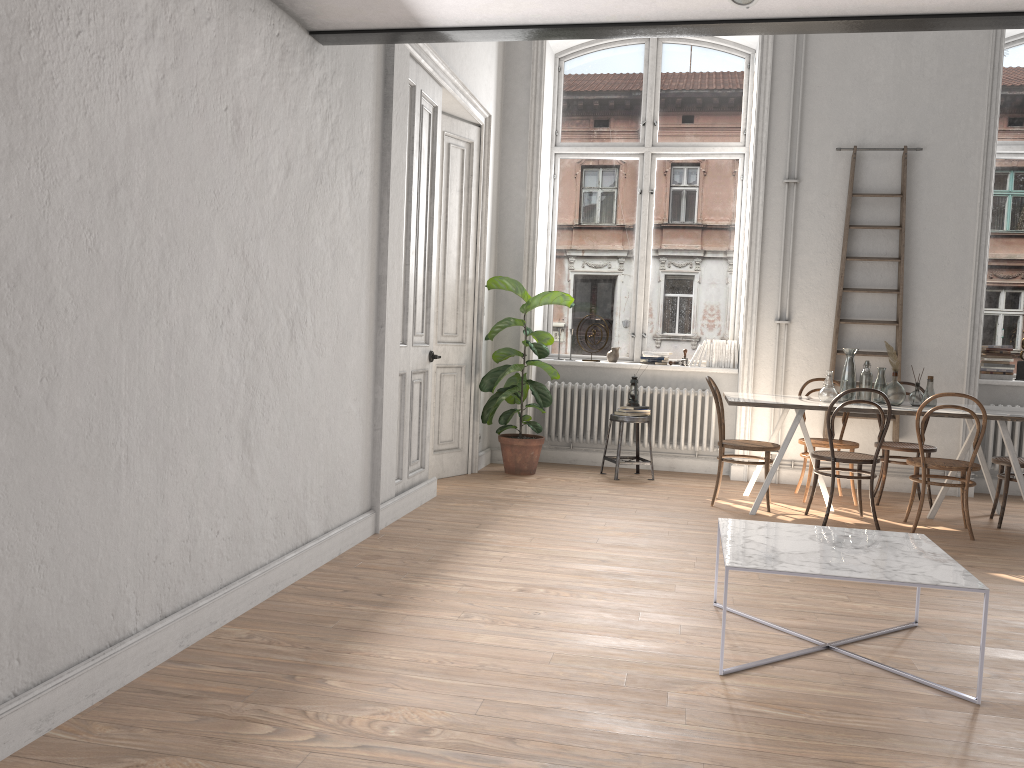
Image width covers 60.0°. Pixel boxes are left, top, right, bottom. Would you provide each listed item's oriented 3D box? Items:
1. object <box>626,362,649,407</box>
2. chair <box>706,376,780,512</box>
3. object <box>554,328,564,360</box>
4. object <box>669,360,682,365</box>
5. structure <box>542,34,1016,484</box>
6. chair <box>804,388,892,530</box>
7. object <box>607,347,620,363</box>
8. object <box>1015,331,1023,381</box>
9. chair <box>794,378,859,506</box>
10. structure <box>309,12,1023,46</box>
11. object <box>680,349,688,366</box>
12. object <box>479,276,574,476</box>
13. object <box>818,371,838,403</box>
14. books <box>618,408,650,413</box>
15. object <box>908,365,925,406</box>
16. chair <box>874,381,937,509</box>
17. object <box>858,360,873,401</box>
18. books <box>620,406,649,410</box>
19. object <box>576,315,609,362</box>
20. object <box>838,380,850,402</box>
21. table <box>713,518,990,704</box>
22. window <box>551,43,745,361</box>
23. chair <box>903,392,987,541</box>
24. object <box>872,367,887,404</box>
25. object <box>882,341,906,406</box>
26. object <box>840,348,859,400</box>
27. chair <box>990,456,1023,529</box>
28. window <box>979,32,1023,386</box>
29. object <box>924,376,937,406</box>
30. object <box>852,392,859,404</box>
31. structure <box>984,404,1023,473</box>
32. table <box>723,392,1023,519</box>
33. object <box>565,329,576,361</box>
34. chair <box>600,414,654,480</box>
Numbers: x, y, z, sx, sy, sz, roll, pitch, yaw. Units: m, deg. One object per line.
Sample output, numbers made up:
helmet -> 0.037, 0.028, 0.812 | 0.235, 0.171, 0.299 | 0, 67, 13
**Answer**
object -> 1.059, -0.004, 7.500 | 0.163, 0.383, 0.154 | 1, 4, -15
chair -> 1.655, 0.415, 6.407 | 0.549, 0.921, 0.437 | 4, 4, 20
object -> 0.436, -0.367, 8.160 | 0.095, 0.289, 0.095 | 6, 5, 43
object -> 1.460, -0.192, 7.942 | 0.153, 0.048, 0.088 | 0, 4, -39
structure -> 2.881, -1.370, 7.348 | 5.181, 4.476, 0.340 | 3, 4, 11
chair -> 2.224, 0.469, 5.877 | 0.438, 0.921, 0.549 | 3, 4, 7
object -> 0.915, -0.266, 8.027 | 0.100, 0.142, 0.102 | 1, 4, -14
object -> 4.272, -0.271, 7.370 | 0.122, 0.488, 0.102 | 5, 5, 36
chair -> 2.416, 0.424, 6.795 | 0.438, 0.921, 0.549 | 3, 4, 9
structure -> 1.647, -1.902, 1.411 | 5.926, 1.214, 4.156 | 3, 3, 11
object -> 1.535, -0.236, 7.867 | 0.048, 0.153, 0.088 | 1, 4, -19
object -> 2.538, -0.027, 6.664 | 5.826, 1.843, 0.791 | 3, 4, 16
object -> 2.217, 0.018, 6.208 | 0.132, 0.219, 0.132 | 2, 4, 1
books -> 1.031, 0.222, 7.488 | 0.232, 0.029, 0.162 | 1, 3, -18
object -> 2.837, 0.012, 6.203 | 0.107, 0.284, 0.106 | 3, 4, 6
chair -> 2.993, 0.451, 6.761 | 0.438, 0.921, 0.549 | 4, 4, 18
object -> 2.506, -0.016, 6.279 | 0.086, 0.301, 0.086 | 2, 4, -3
books -> 1.034, 0.200, 7.487 | 0.147, 0.027, 0.221 | 6, 5, 43
object -> 0.732, -0.417, 8.059 | 0.347, 0.425, 0.087 | 6, 5, 44
object -> 2.366, 0.049, 6.310 | 0.083, 0.158, 0.083 | 3, 4, 7
table -> 1.236, 0.828, 3.434 | 0.849, 0.392, 0.849 | 3, 3, 11
window -> 1.219, -1.658, 8.084 | 1.622, 2.844, 0.013 | 3, 4, 11
chair -> 2.789, 0.501, 5.728 | 0.438, 0.921, 0.549 | 4, 4, 22
object -> 2.631, 0.010, 6.329 | 0.098, 0.255, 0.100 | 2, 4, -12
object -> 2.659, -0.074, 6.154 | 0.156, 0.446, 0.157 | 4, 4, 29
object -> 2.434, -0.066, 6.405 | 0.116, 0.383, 0.116 | 4, 4, 22
chair -> 3.558, 0.517, 6.005 | 0.549, 0.921, 0.437 | 4, 4, 24
window -> 11.739, -5.619, 8.786 | 14.384, 15.944, 26.386 | 3, 3, 11
object -> 2.949, 0.049, 6.260 | 0.101, 0.212, 0.101 | -1, 5, -39
object -> 2.406, 0.089, 6.207 | 0.058, 0.094, 0.058 | 5, 5, 39
structure -> 4.628, 0.473, 7.176 | 1.577, 0.552, 0.194 | 3, 4, 11
table -> 2.612, 0.533, 6.244 | 2.200, 0.780, 1.100 | 3, 3, 11
object -> 0.540, -0.358, 8.081 | 0.095, 0.289, 0.095 | 5, 4, 34
chair -> 0.984, 0.523, 7.478 | 0.364, 0.523, 0.360 | 1, 4, -15
